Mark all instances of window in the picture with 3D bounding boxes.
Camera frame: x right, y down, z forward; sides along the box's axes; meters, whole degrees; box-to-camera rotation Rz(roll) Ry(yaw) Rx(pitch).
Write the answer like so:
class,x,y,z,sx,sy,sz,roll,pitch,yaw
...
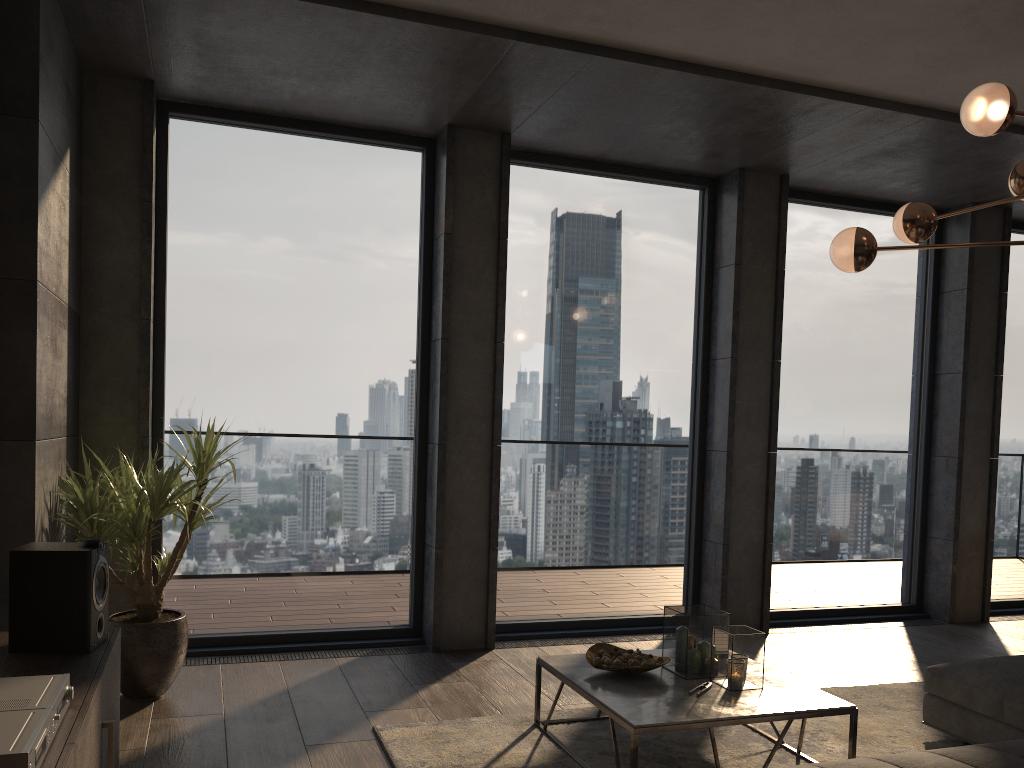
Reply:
class,x,y,z,sx,sy,sz,roll,pitch,yaw
window,1.479,0.155,5.991,7.270,3.011,0.198,3,2,-19

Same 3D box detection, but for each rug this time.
class,x,y,z,sx,sy,sz,roll,pitch,yaw
rug,1.169,1.519,3.499,3.145,0.020,1.728,3,-3,-19

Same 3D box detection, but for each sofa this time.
class,x,y,z,sx,sy,sz,roll,pitch,yaw
sofa,1.849,1.121,2.843,2.912,0.786,2.021,3,-2,-20

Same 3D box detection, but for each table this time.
class,x,y,z,sx,sy,sz,roll,pitch,yaw
table,0.693,1.348,3.578,0.931,0.310,0.929,3,-2,-19

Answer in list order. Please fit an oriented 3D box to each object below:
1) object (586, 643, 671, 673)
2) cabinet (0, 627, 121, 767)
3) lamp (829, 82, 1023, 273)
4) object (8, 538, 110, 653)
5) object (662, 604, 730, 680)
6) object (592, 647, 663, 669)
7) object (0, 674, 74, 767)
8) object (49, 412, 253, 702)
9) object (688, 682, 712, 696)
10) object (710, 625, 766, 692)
class,x,y,z,sx,sy,sz,roll,pitch,yaw
object,0.479,1.148,3.651,0.347,0.084,0.347,4,-3,-42
cabinet,-1.244,1.094,1.970,0.541,0.551,2.406,2,-2,-19
lamp,2.172,-0.981,3.529,1.016,1.041,1.461,2,-1,-43
object,-1.466,0.678,2.878,0.249,0.355,0.198,2,1,-9
object,0.764,1.070,3.680,0.196,0.261,0.199,2,1,-19
object,0.471,1.150,3.646,0.324,0.072,0.277,3,-3,-30
object,-1.168,0.777,1.980,0.270,0.088,0.572,3,-3,-19
object,-1.741,0.775,4.038,1.023,1.364,0.950,2,1,12
object,0.736,1.181,3.424,0.046,0.012,0.181,0,-3,32
object,0.895,1.086,3.507,0.150,0.221,0.148,2,1,-19
